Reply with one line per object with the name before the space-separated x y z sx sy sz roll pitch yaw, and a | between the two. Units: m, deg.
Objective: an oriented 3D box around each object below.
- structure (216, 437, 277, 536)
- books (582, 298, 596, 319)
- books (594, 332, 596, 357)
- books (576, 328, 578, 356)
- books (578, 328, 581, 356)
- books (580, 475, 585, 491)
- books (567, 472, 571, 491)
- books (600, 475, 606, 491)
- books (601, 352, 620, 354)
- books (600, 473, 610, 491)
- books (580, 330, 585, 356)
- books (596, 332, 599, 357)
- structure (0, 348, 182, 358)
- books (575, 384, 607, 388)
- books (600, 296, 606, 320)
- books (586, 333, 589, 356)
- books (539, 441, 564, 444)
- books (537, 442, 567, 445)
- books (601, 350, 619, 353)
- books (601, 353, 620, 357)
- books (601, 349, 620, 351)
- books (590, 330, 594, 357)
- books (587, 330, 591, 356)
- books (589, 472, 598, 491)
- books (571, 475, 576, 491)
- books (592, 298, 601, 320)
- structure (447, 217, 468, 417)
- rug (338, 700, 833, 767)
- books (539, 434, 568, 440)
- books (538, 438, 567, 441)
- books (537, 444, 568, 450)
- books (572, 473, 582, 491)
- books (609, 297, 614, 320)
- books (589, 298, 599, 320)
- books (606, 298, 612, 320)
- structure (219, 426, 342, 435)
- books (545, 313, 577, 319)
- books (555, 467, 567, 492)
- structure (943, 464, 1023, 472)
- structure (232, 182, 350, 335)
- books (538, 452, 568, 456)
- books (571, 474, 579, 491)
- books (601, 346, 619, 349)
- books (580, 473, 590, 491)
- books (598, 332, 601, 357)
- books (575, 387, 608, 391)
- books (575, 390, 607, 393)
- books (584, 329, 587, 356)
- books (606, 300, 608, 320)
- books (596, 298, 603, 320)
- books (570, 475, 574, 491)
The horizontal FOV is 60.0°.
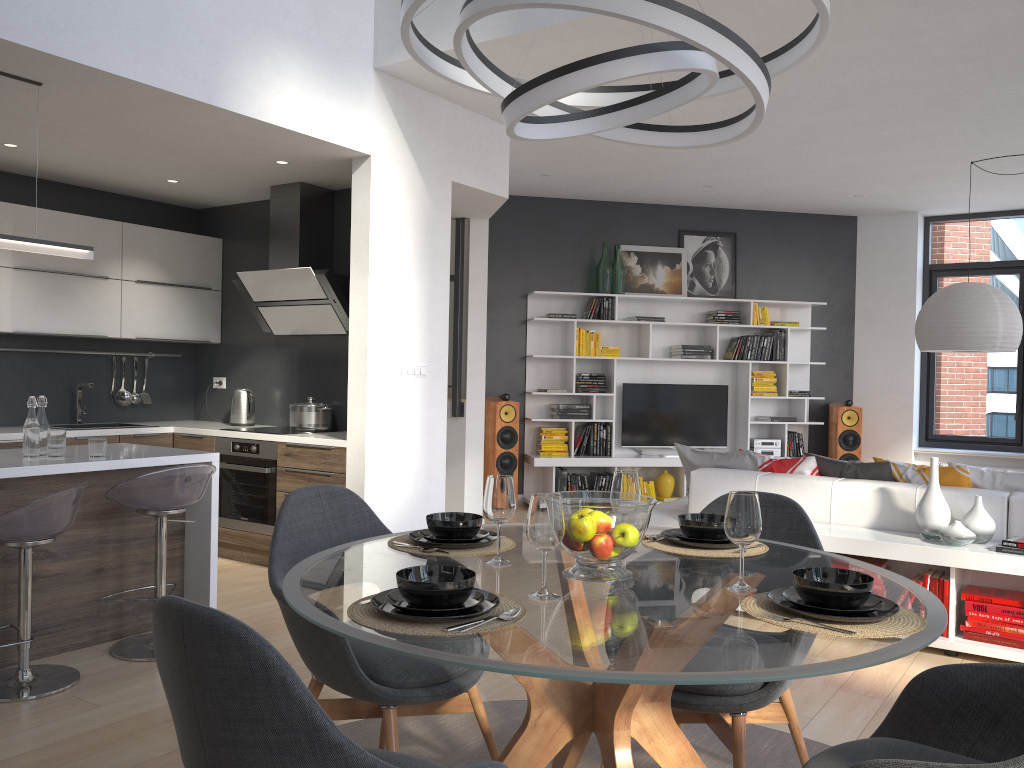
structure | -1.575 0.652 5.917 0.587 0.588 0.584 2 1 34
books | 0.741 -0.719 8.562 0.096 0.213 0.166 1 1 -13
books | 0.779 -0.382 8.582 0.023 0.239 0.169 1 1 -11
books | 0.597 -0.401 8.532 0.029 0.270 0.204 1 1 -11
books | 0.621 -0.400 8.546 0.025 0.270 0.213 1 1 -11
books | 0.658 0.988 8.467 0.066 0.242 0.177 1 1 -11
books | 0.521 0.972 8.455 0.053 0.268 0.202 1 1 -11
books | 0.841 0.990 8.510 0.071 0.243 0.179 1 1 -12
books | 0.935 -0.299 8.603 0.196 0.011 0.148 1 1 -11
books | 0.876 0.988 8.529 0.084 0.249 0.191 1 1 -11
books | 0.655 -0.393 8.558 0.044 0.255 0.198 1 1 -11
books | 0.803 -0.379 8.583 0.024 0.234 0.172 1 1 -11
structure | -3.384 -0.223 5.561 0.050 0.045 3.000 2 1 34
books | 0.756 0.020 8.584 0.266 0.030 0.209 1 1 -13
books | 0.872 -0.725 8.587 0.025 0.232 0.176 1 1 -11
books | 0.706 -0.376 8.549 0.024 0.229 0.156 1 1 -11
books | 0.379 0.558 8.523 0.228 0.024 0.152 1 1 -7
books | 0.384 0.576 8.545 0.263 0.015 0.198 1 1 -8
books | 0.934 -0.313 8.582 0.169 0.018 0.113 1 1 -10
books | 0.935 -0.276 8.599 0.190 0.033 0.147 1 1 -11
books | 0.938 -0.328 8.598 0.187 0.014 0.134 1 1 -11
books | 0.750 -0.388 8.574 0.035 0.250 0.185 1 1 -11
books | 0.723 -0.389 8.571 0.019 0.251 0.180 1 1 -11
books | 0.767 0.981 8.512 0.066 0.260 0.197 1 1 -11
books | 0.578 0.990 8.455 0.049 0.236 0.170 1 1 -11
books | 0.802 -0.718 8.567 0.074 0.212 0.154 1 1 -12
structure | -1.317 -1.046 9.366 4.190 4.339 2.823 2 1 34
rug | 0.194 1.229 2.157 2.499 0.010 2.499 1 1 7
books | 0.400 0.510 8.543 0.250 0.035 0.185 1 1 -8
books | 0.388 0.536 8.543 0.251 0.019 0.180 1 1 -11
books | 0.389 0.606 8.532 0.255 0.044 0.198 1 1 -11
books | 0.627 0.982 8.469 0.066 0.255 0.193 1 1 -12
books | 0.954 -0.724 8.592 0.019 0.230 0.174 1 1 -11
books | 0.771 -0.718 8.574 0.087 0.214 0.171 1 1 -11
books | 0.925 -0.718 8.594 0.038 0.218 0.169 1 1 -11
structure | -1.542 0.310 5.952 0.600 0.006 0.550 2 1 34
books | 0.465 -0.642 8.494 0.268 0.046 0.208 1 1 -8
books | 0.432 0.948 8.442 0.128 0.321 0.259 1 1 -11
structure | 4.934 1.049 8.499 1.474 0.460 0.110 2 1 34
structure | -1.465 -0.842 6.011 0.898 0.998 0.407 2 1 34
books | 0.392 0.668 8.519 0.270 0.029 0.204 1 1 -6
books | 0.601 0.987 8.452 0.050 0.242 0.169 1 1 -12
books | 0.932 -0.349 8.610 0.186 0.026 0.138 1 1 -11
books | 0.691 0.985 8.477 0.083 0.249 0.191 1 1 -11
books | 0.828 -0.379 8.591 0.024 0.234 0.172 1 1 -11
books | 0.765 0.049 8.568 0.270 0.025 0.189 1 1 -12
books | 0.764 0.074 8.566 0.263 0.026 0.189 1 1 -13
books | 0.684 -0.394 8.566 0.015 0.263 0.199 1 1 -11
books | 0.897 -0.710 8.587 0.021 0.200 0.147 1 1 -11
books | 0.849 -0.719 8.578 0.021 0.221 0.156 1 1 -11
books | 0.553 0.988 8.457 0.053 0.240 0.189 1 1 -11
